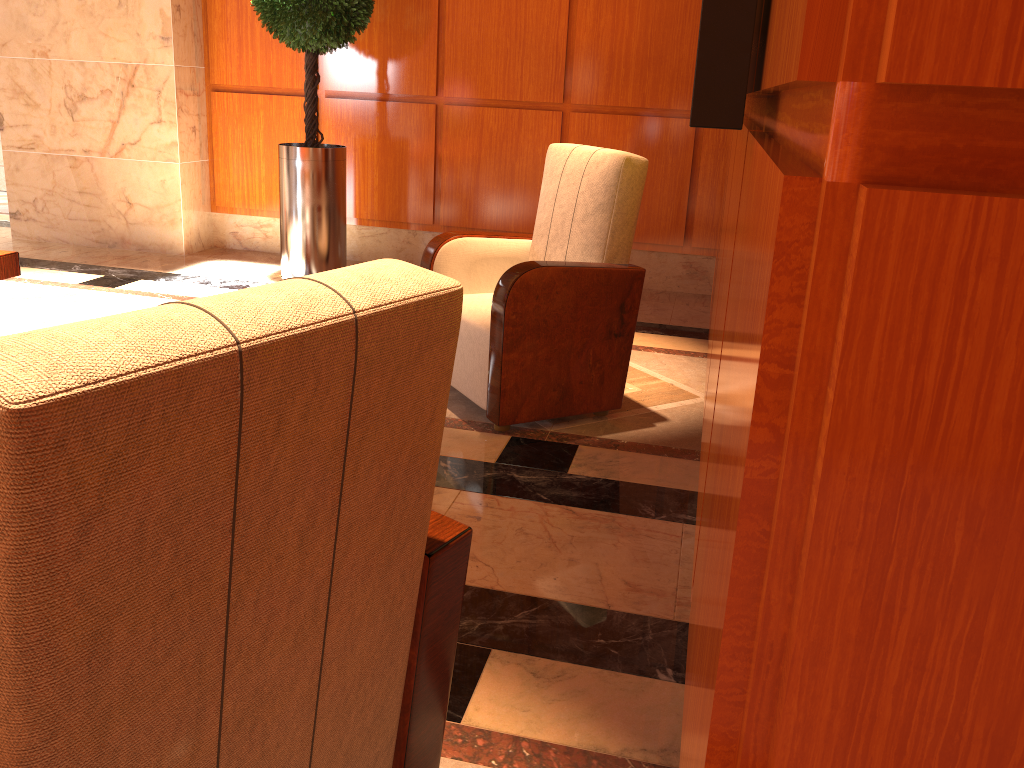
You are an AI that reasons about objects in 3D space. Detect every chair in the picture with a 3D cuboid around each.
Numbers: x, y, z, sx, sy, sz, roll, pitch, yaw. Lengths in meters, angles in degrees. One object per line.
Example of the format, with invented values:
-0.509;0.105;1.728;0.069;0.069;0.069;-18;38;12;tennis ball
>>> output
0.069;-0.419;3.377;0.629;0.950;0.745;-6;19;-28;chair
-0.475;0.313;1.093;0.631;0.950;0.743;13;20;29;chair

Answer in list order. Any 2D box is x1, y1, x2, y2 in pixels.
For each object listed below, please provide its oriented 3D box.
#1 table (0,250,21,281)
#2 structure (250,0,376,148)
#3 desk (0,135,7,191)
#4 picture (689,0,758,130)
-2.201;-0.073;2.667;0.725;0.528;1.180;7;18;11;table
-1.142;-1.714;5.100;0.722;1.694;0.729;0;17;-9;structure
-5.609;-2.585;8.705;2.928;1.129;0.951;7;18;12;desk
0.488;-1.398;1.650;0.056;1.717;2.017;6;18;11;picture
